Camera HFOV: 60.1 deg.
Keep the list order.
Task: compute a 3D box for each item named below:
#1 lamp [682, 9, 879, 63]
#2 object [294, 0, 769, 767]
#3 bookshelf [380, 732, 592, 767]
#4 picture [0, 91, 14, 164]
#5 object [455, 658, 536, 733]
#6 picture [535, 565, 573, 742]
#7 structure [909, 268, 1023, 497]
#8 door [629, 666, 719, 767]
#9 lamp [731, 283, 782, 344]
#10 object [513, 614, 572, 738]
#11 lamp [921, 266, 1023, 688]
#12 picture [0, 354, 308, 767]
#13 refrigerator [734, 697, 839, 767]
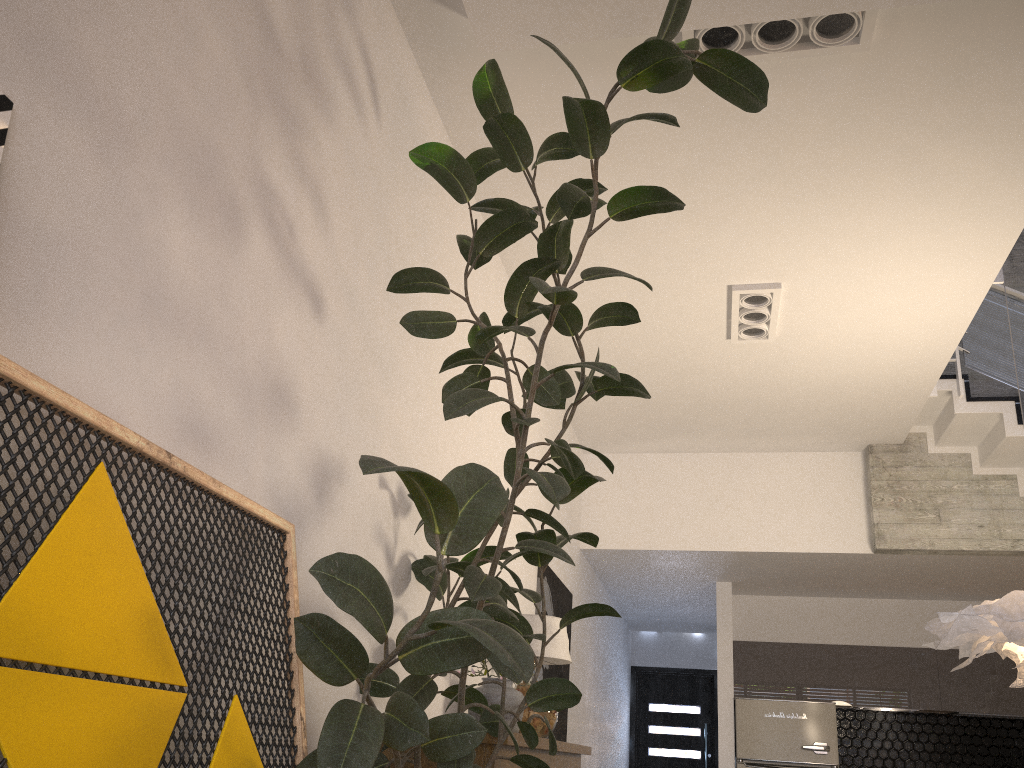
[{"bbox_3d":[0.923,-1.246,3.090,0.645,0.065,0.258,-1,-23,13],"label":"lamp"},{"bbox_3d":[-0.053,0.471,2.384,0.908,3.142,2.047,7,-21,-8],"label":"object"},{"bbox_3d":[-0.065,1.978,3.406,0.451,1.151,1.954,-1,-23,13],"label":"bookshelf"},{"bbox_3d":[-0.867,0.288,0.601,0.207,1.983,0.975,-1,-21,13],"label":"picture"},{"bbox_3d":[-0.065,1.276,3.744,0.386,0.405,0.280,7,-21,-8],"label":"object"},{"bbox_3d":[0.243,2.268,5.746,0.033,1.991,1.255,-1,-22,13],"label":"picture"},{"bbox_3d":[3.301,-0.641,5.677,4.235,8.160,8.615,-1,-22,13],"label":"structure"},{"bbox_3d":[2.003,4.689,10.914,1.108,2.274,0.163,-1,-21,13],"label":"door"},{"bbox_3d":[1.374,-0.403,5.017,0.253,0.065,0.657,-1,-23,13],"label":"lamp"},{"bbox_3d":[0.096,1.444,4.333,0.390,0.571,0.395,10,-22,-16],"label":"object"},{"bbox_3d":[2.625,-0.928,4.834,1.119,5.119,1.079,-5,-22,23],"label":"lamp"},{"bbox_3d":[-0.588,0.782,1.192,0.386,1.576,1.525,-1,-22,13],"label":"picture"},{"bbox_3d":[2.351,3.617,7.585,0.829,1.680,0.783,-1,-21,13],"label":"refrigerator"}]
